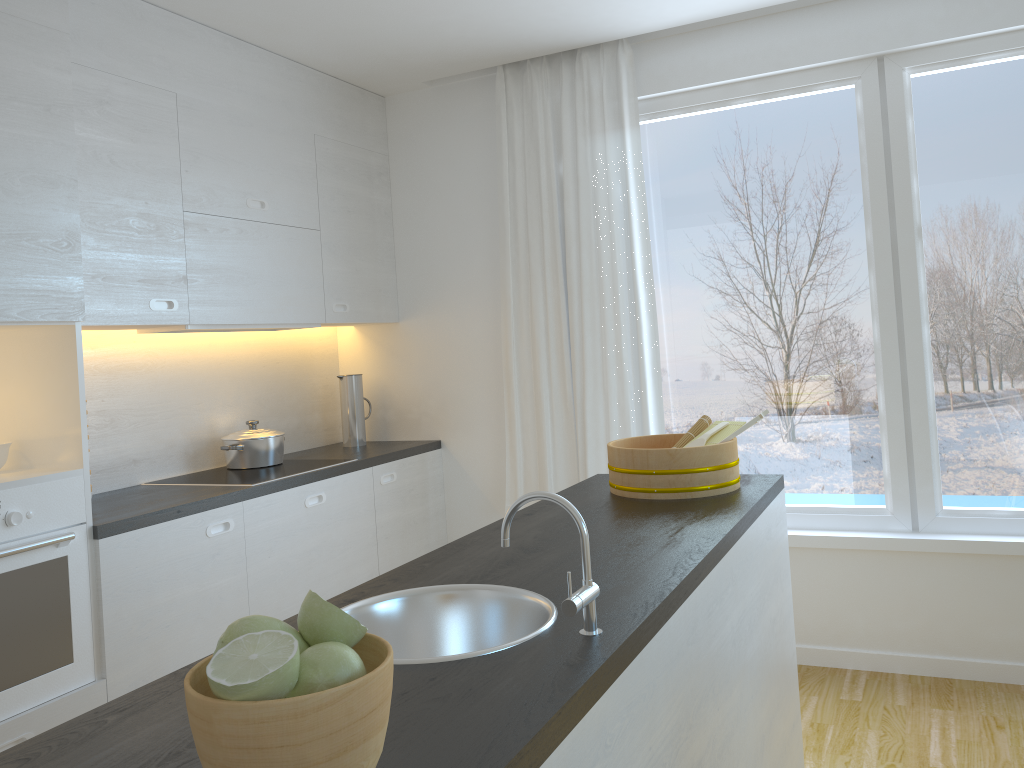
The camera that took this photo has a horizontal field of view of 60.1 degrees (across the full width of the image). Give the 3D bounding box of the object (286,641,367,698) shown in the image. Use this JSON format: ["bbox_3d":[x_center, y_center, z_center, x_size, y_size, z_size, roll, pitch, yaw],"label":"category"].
[{"bbox_3d":[-0.186,0.302,0.892,0.081,0.085,0.097,-4,1,-10],"label":"object"}]

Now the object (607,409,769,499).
[{"bbox_3d":[0.489,0.196,2.608,0.430,0.214,0.378,-5,2,-36],"label":"object"}]

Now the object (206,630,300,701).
[{"bbox_3d":[-0.244,0.279,0.840,0.085,0.065,0.084,-3,1,38],"label":"object"}]

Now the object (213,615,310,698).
[{"bbox_3d":[-0.260,0.290,0.927,0.102,0.099,0.086,-5,1,-44],"label":"object"}]

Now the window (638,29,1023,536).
[{"bbox_3d":[1.566,-0.368,3.589,2.722,1.920,0.088,-3,-1,25],"label":"window"}]

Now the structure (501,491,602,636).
[{"bbox_3d":[0.044,0.278,1.359,0.162,0.215,0.097,-4,0,26],"label":"structure"}]

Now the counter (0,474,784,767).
[{"bbox_3d":[0.042,0.389,1.740,0.600,0.040,2.405,-3,3,26],"label":"counter"}]

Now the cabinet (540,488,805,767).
[{"bbox_3d":[0.074,0.863,1.731,0.599,0.910,2.405,-4,2,26],"label":"cabinet"}]

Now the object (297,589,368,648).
[{"bbox_3d":[-0.194,0.256,0.958,0.074,0.072,0.077,-4,1,-40],"label":"object"}]

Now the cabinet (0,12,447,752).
[{"bbox_3d":[-1.275,0.097,3.058,0.480,2.302,3.207,-4,1,26],"label":"cabinet"}]

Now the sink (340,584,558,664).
[{"bbox_3d":[-0.120,0.465,1.470,0.405,0.157,0.403,-5,2,-23],"label":"sink"}]

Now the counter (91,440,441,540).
[{"bbox_3d":[-1.052,0.379,3.620,0.599,0.040,2.004,-3,3,26],"label":"counter"}]

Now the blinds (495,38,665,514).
[{"bbox_3d":[0.256,-0.482,3.996,0.793,2.162,0.150,-4,-1,25],"label":"blinds"}]

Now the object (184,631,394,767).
[{"bbox_3d":[-0.219,0.352,0.896,0.205,0.142,0.205,-4,1,-13],"label":"object"}]

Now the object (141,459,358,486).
[{"bbox_3d":[-1.054,0.361,3.625,0.561,0.013,0.655,-3,3,26],"label":"object"}]

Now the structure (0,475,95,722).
[{"bbox_3d":[-1.344,0.583,2.321,0.049,0.596,0.561,-4,0,26],"label":"structure"}]
